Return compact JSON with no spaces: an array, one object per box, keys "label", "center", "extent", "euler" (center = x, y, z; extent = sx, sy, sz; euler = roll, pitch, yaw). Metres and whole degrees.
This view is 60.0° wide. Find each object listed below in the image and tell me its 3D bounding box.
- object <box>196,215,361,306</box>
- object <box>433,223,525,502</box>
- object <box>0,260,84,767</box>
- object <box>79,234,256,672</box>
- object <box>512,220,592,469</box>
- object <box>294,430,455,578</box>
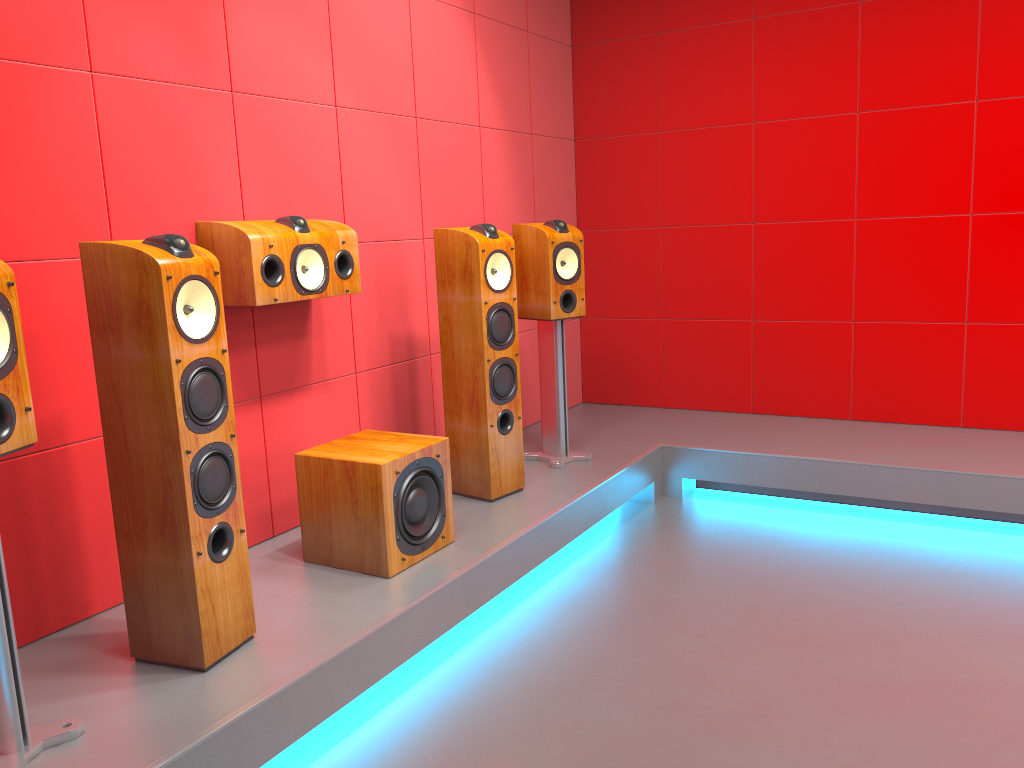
[{"label":"object","center":[-0.751,-0.415,2.920],"extent":[0.235,0.271,0.493],"euler":[3,11,30]},{"label":"object","center":[-0.120,-0.088,3.445],"extent":[0.238,1.052,0.203],"euler":[6,13,40]},{"label":"object","center":[-1.092,0.250,1.751],"extent":[0.265,1.058,0.231],"euler":[-1,10,10]},{"label":"object","center":[-0.833,0.164,2.190],"extent":[0.238,1.052,0.203],"euler":[1,11,20]},{"label":"object","center":[0.175,-0.183,3.899],"extent":[0.231,1.058,0.265],"euler":[-11,13,-39]},{"label":"object","center":[-0.436,0.375,2.893],"extent":[0.360,0.360,0.360],"euler":[3,11,30]}]
